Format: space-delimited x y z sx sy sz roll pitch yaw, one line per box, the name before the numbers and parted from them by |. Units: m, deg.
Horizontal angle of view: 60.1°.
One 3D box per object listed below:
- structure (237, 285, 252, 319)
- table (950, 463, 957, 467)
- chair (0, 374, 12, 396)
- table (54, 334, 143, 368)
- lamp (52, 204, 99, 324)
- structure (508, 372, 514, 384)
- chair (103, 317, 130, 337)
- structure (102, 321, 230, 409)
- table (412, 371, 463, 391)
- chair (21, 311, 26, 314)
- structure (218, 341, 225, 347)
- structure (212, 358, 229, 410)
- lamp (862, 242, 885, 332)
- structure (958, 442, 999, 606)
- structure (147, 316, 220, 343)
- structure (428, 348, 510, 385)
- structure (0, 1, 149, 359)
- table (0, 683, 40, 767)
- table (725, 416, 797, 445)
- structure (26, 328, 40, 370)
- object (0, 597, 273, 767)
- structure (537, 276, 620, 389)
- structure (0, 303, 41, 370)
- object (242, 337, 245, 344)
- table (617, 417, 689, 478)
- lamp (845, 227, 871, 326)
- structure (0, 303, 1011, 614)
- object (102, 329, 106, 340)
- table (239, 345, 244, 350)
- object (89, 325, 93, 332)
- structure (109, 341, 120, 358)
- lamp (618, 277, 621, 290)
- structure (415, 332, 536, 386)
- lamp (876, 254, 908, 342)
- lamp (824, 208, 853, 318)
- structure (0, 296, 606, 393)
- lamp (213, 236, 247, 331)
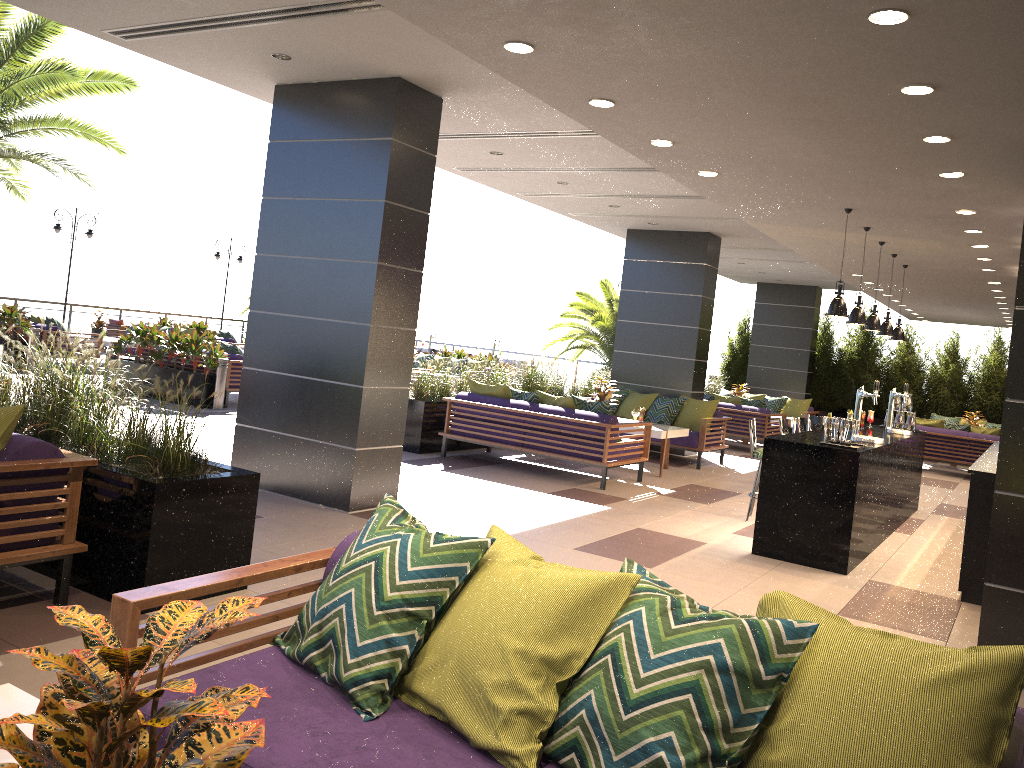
structure | -5.813 -2.218 25.435 3.799 3.304 3.755 6 1 -1
table | 8.223 1.280 15.781 2.043 0.554 0.939 8 3 31
chair | -4.589 0.144 7.095 0.716 0.816 0.713 7 1 31
table | -7.833 -0.603 16.677 2.043 0.554 0.939 8 3 31
lamp | -10.269 -2.482 20.506 0.265 3.329 1.118 6 0 31
structure | -0.043 0.101 18.771 0.100 0.700 0.179 6 0 31
chair | -9.412 -1.163 21.298 0.717 0.816 0.712 7 1 31
structure | -4.987 -0.280 12.734 2.258 1.172 0.735 8 1 32
table | -2.083 0.003 17.639 2.043 0.554 0.939 8 3 31
chair | -10.809 -1.198 18.952 0.717 0.816 0.712 7 1 31
structure | -5.858 -0.509 17.745 0.100 0.700 0.179 6 0 31
structure | -3.995 0.002 12.134 0.100 0.700 0.179 6 0 31
lamp | 3.519 -0.939 8.525 0.162 0.865 0.163 7 0 -17
structure | 4.532 0.169 7.840 0.532 2.760 4.617 6 2 31
structure | -6.901 -0.797 18.352 2.255 1.172 0.712 8 1 28
structure | -1.042 -0.181 19.357 2.258 1.172 0.735 8 1 32
structure | -7.728 -3.221 12.091 4.726 6.506 4.725 6 1 -41
table | -0.527 1.064 1.046 2.043 0.554 0.939 8 3 31
table | 4.175 0.783 16.431 2.043 0.554 0.939 8 3 31
structure | -7.822 -0.558 14.445 0.100 0.700 0.179 6 0 31
object | -0.470 0.527 1.052 0.423 0.526 0.432 6 1 -42
structure | 2.557 -0.996 20.448 3.793 3.304 3.761 6 2 -16
structure | -8.854 -0.844 15.029 2.258 1.172 0.735 8 1 32
object | -6.216 -1.001 20.526 0.105 0.197 0.106 6 0 -26
table | 1.091 0.706 11.253 2.043 0.554 0.939 8 3 31
lamp | 3.080 -0.950 7.789 0.162 0.865 0.163 7 0 -17
structure | 2.060 -0.375 9.298 7.842 3.122 24.660 8 3 31
object | -7.399 -0.897 16.039 0.082 0.198 0.069 7 0 -18
table | -5.891 -0.555 19.938 2.043 0.554 0.939 8 3 31
object | -8.195 -1.054 17.265 0.105 0.197 0.106 6 0 -26
structure | -6.017 -0.294 13.355 0.100 0.700 0.179 6 0 31
lamp | 2.970 -1.053 22.084 1.125 3.329 0.263 6 0 31
structure | -1.487 -0.599 22.877 4.415 1.329 0.802 8 1 31
lamp | 4.183 -0.922 9.641 0.193 0.864 1.078 6 1 31
lamp | 2.628 -0.961 7.028 0.162 0.865 0.163 7 0 -17
structure | -5.178 -0.573 17.002 12.960 1.059 17.455 8 4 31
lamp | -7.928 -2.424 24.438 0.265 3.329 1.118 6 0 31
